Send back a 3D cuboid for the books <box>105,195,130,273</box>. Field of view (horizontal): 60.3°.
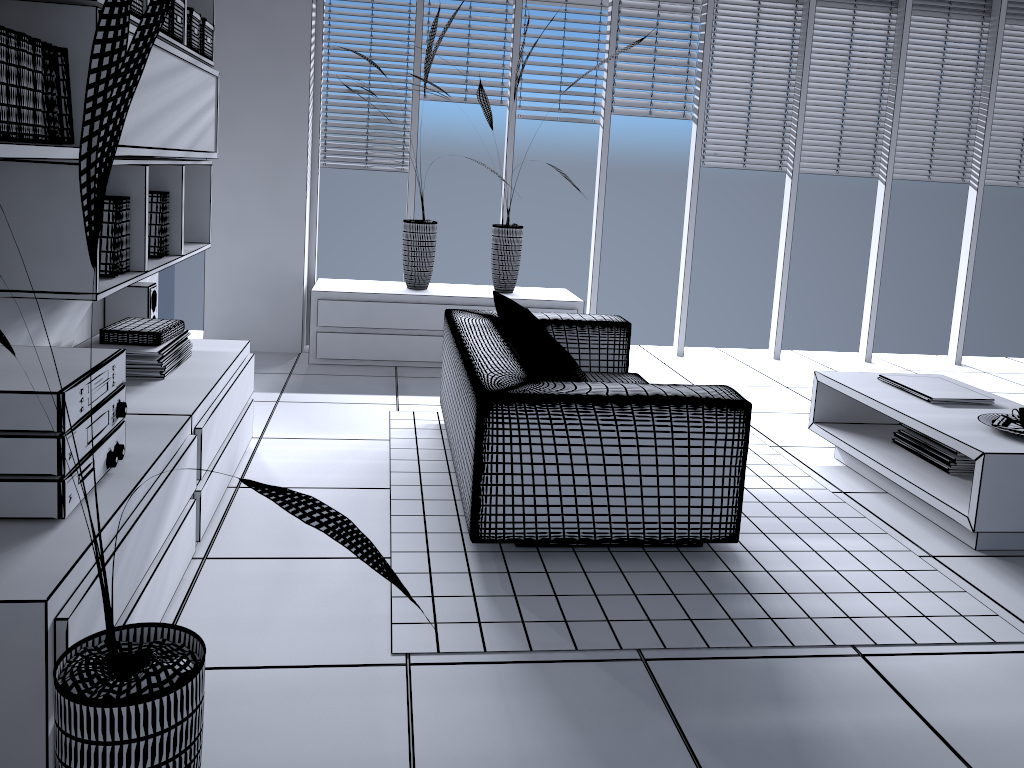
[{"bbox_3d":[-1.412,-0.514,3.001,0.207,0.255,0.051,2,8,-8],"label":"books"}]

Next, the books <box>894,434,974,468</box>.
[{"bbox_3d":[1.842,0.279,3.684,0.285,0.008,0.424,2,14,-7],"label":"books"}]

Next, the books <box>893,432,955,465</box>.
[{"bbox_3d":[1.841,0.269,3.690,0.285,0.008,0.424,2,14,-7],"label":"books"}]

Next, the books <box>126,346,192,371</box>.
[{"bbox_3d":[-1.346,-0.099,3.175,0.285,0.008,0.424,2,14,-7],"label":"books"}]

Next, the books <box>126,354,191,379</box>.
[{"bbox_3d":[-1.350,-0.071,3.178,0.285,0.008,0.424,2,14,-7],"label":"books"}]

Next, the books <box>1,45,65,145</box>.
[{"bbox_3d":[-1.301,-0.768,2.329,0.207,0.254,0.073,2,8,-8],"label":"books"}]

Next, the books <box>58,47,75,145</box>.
[{"bbox_3d":[-1.298,-0.781,2.374,0.207,0.254,0.073,2,8,-9],"label":"books"}]

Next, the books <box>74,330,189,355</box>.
[{"bbox_3d":[-1.342,-0.156,3.121,0.285,0.008,0.424,2,14,-7],"label":"books"}]

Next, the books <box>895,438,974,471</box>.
[{"bbox_3d":[1.833,0.291,3.673,0.285,0.008,0.424,2,14,-7],"label":"books"}]

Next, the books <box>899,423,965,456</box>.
[{"bbox_3d":[1.849,0.229,3.650,0.285,0.008,0.424,2,14,-7],"label":"books"}]

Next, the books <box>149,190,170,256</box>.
[{"bbox_3d":[-1.488,-0.649,3.544,0.207,0.255,0.051,2,8,-8],"label":"books"}]

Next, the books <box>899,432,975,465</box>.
[{"bbox_3d":[1.845,0.267,3.648,0.285,0.008,0.424,2,14,-7],"label":"books"}]

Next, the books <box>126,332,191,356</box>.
[{"bbox_3d":[-1.338,-0.150,3.141,0.285,0.008,0.424,2,14,-7],"label":"books"}]

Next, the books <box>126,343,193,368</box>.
[{"bbox_3d":[-1.346,-0.109,3.181,0.285,0.008,0.424,2,14,-7],"label":"books"}]

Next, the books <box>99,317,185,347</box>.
[{"bbox_3d":[-1.309,-0.187,3.131,0.207,0.049,0.263,3,13,-3],"label":"books"}]

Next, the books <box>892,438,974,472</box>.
[{"bbox_3d":[1.837,0.297,3.693,0.285,0.008,0.424,2,14,-7],"label":"books"}]

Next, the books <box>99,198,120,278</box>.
[{"bbox_3d":[-1.387,-0.477,2.854,0.207,0.256,0.076,2,8,-9],"label":"books"}]

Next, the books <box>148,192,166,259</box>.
[{"bbox_3d":[-1.471,-0.625,3.448,0.207,0.256,0.076,2,8,-9],"label":"books"}]

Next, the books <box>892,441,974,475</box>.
[{"bbox_3d":[1.838,0.307,3.688,0.285,0.008,0.424,2,14,-7],"label":"books"}]

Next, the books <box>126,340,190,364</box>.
[{"bbox_3d":[-1.343,-0.122,3.144,0.285,0.008,0.424,2,14,-7],"label":"books"}]

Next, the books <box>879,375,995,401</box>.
[{"bbox_3d":[1.833,0.016,3.818,0.285,0.008,0.424,2,14,-7],"label":"books"}]

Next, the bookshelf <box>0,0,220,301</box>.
[{"bbox_3d":[-1.334,-0.919,2.712,0.327,1.229,2.874,2,13,-9],"label":"bookshelf"}]

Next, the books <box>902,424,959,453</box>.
[{"bbox_3d":[1.845,0.223,3.631,0.285,0.008,0.424,2,14,-7],"label":"books"}]

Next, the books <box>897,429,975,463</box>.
[{"bbox_3d":[1.845,0.257,3.654,0.285,0.008,0.424,2,14,-7],"label":"books"}]

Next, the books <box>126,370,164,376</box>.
[{"bbox_3d":[-1.354,-0.087,3.164,0.285,0.008,0.424,2,14,-7],"label":"books"}]

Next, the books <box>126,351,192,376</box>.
[{"bbox_3d":[-1.350,-0.081,3.184,0.285,0.008,0.424,2,14,-7],"label":"books"}]

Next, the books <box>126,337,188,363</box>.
[{"bbox_3d":[-1.347,-0.128,3.125,0.285,0.008,0.424,2,14,-7],"label":"books"}]

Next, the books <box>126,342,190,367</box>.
[{"bbox_3d":[-1.342,-0.112,3.139,0.285,0.008,0.424,2,14,-7],"label":"books"}]

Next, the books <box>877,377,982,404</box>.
[{"bbox_3d":[1.830,0.028,3.831,0.285,0.008,0.424,2,14,-7],"label":"books"}]

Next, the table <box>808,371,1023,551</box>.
[{"bbox_3d":[1.808,0.282,3.611,0.650,0.382,1.225,2,13,-8],"label":"table"}]

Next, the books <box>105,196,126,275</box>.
[{"bbox_3d":[-1.404,-0.501,2.950,0.207,0.255,0.051,2,8,-8],"label":"books"}]

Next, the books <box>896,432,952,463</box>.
[{"bbox_3d":[1.837,0.263,3.670,0.285,0.008,0.424,2,14,-7],"label":"books"}]

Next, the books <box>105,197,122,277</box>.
[{"bbox_3d":[-1.392,-0.485,2.885,0.207,0.256,0.076,2,8,-9],"label":"books"}]

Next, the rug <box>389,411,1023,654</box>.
[{"bbox_3d":[0.430,0.430,3.445,1.797,0.001,2.277,1,14,-8],"label":"rug"}]

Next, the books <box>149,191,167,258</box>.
[{"bbox_3d":[-1.476,-0.633,3.479,0.207,0.256,0.076,2,8,-9],"label":"books"}]

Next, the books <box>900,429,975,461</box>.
[{"bbox_3d":[1.841,0.251,3.634,0.285,0.008,0.424,2,14,-7],"label":"books"}]
